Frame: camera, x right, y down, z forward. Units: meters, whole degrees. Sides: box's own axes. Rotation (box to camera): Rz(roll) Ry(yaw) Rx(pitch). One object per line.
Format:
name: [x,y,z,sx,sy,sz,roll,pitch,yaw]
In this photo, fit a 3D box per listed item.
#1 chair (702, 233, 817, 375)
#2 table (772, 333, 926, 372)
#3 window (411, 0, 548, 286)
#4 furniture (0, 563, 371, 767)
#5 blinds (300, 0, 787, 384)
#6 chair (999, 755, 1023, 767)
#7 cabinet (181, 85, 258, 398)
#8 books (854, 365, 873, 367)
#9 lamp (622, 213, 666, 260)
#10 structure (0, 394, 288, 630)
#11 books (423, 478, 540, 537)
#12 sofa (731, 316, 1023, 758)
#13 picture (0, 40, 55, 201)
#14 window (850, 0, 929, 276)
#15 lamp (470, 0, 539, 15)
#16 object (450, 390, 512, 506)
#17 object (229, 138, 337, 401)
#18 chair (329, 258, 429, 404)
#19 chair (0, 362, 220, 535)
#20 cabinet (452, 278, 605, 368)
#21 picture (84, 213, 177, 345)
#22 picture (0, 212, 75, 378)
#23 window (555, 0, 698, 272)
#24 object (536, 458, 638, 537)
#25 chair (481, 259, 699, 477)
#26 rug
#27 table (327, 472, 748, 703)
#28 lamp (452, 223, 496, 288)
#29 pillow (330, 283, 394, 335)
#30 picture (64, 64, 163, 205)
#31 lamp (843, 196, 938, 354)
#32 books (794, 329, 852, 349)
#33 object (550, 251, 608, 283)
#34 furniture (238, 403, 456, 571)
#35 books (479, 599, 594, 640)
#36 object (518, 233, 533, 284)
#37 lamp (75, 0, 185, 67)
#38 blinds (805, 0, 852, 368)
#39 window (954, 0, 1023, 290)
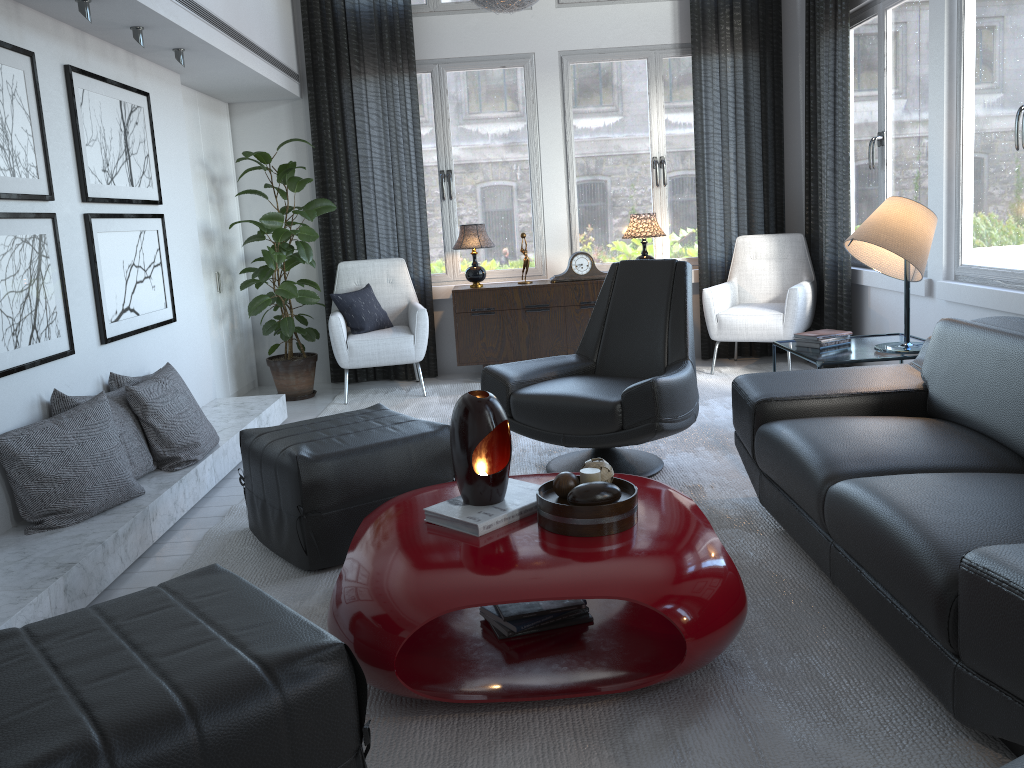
chair: [1.554,-0.506,5.516,0.594,0.818,0.616,2,11,29]
table: [1.477,0.044,3.721,0.593,0.408,0.597,-4,10,0]
window: [-0.465,-1.810,5.834,1.268,2.309,0.134,-4,9,0]
furniture: [-0.629,0.617,1.507,0.616,0.376,0.600,-12,13,-41]
blinds: [0.251,-1.711,5.724,3.212,3.258,0.190,-4,9,0]
chair: [0.691,0.460,0.677,0.842,0.805,0.807,-9,11,-27]
cabinet: [-1.877,-0.792,5.351,0.191,1.884,1.179,-4,9,0]
books: [1.533,-0.033,3.776,0.177,0.053,0.232,-3,11,4]
lamp: [0.840,-0.883,5.626,0.280,0.395,0.282,1,10,25]
structure: [-1.400,0.804,1.337,0.393,0.134,7.254,-4,11,0]
books: [-0.042,0.307,2.241,0.201,0.030,0.308,7,15,44]
sofa: [1.253,0.225,2.255,0.936,0.613,1.917,-4,10,0]
picture: [-1.685,-0.849,2.798,0.020,0.519,0.796,-4,10,0]
window: [2.013,-1.776,4.815,0.133,2.309,1.276,-4,9,0]
lamp: [-0.057,-2.442,4.216,0.512,1.299,0.518,-5,9,-6]
object: [-0.080,0.156,2.220,0.151,0.278,0.154,4,12,39]
object: [-1.376,-0.680,5.381,0.938,1.580,0.642,5,13,45]
chair: [-0.833,-0.355,5.523,0.594,0.818,0.616,-5,9,-10]
chair: [-1.438,0.164,3.391,0.391,0.428,1.344,-4,10,0]
cabinet: [0.339,-0.363,5.745,1.399,0.609,0.388,-4,9,0]
picture: [-1.662,-0.488,3.910,0.020,0.519,0.796,-4,10,0]
picture: [-1.652,-0.294,2.881,0.020,0.519,0.796,-4,10,0]
window: [0.951,-1.901,5.838,1.268,2.309,0.134,-4,9,0]
object: [0.180,0.265,2.134,0.243,0.132,0.243,4,13,37]
chair: [0.415,-0.080,3.631,0.841,0.805,0.808,4,12,37]
rug: [0.427,0.664,1.863,2.954,0.032,7.819,-4,11,0]
table: [0.050,0.465,2.251,0.942,0.298,0.945,-4,10,0]
lamp: [-0.238,-0.814,5.623,0.280,0.395,0.282,1,10,25]
pillow: [-0.927,-0.464,5.502,0.252,0.294,0.359,1,11,26]
picture: [-1.698,-1.043,3.827,0.020,0.519,0.796,-4,10,0]
lamp: [1.732,-0.180,3.165,0.476,1.009,1.172,-8,11,-25]
books: [1.341,-0.196,3.831,0.215,0.049,0.161,-9,12,-27]
object: [0.443,-0.754,5.654,0.406,0.179,0.182,-4,10,0]
furniture: [-0.566,0.322,3.046,0.601,0.376,0.616,-11,12,-36]
books: [0.063,0.576,2.286,0.272,0.054,0.205,-8,12,-24]
object: [0.075,-0.803,5.657,0.096,0.323,0.097,-4,9,-1]
lamp: [-1.491,-1.095,1.967,0.053,0.081,4.281,-4,11,0]
blinds: [1.887,-1.517,4.141,0.189,3.258,3.232,-4,10,0]
window: [2.031,-1.512,3.412,0.133,2.309,1.276,-4,9,0]
